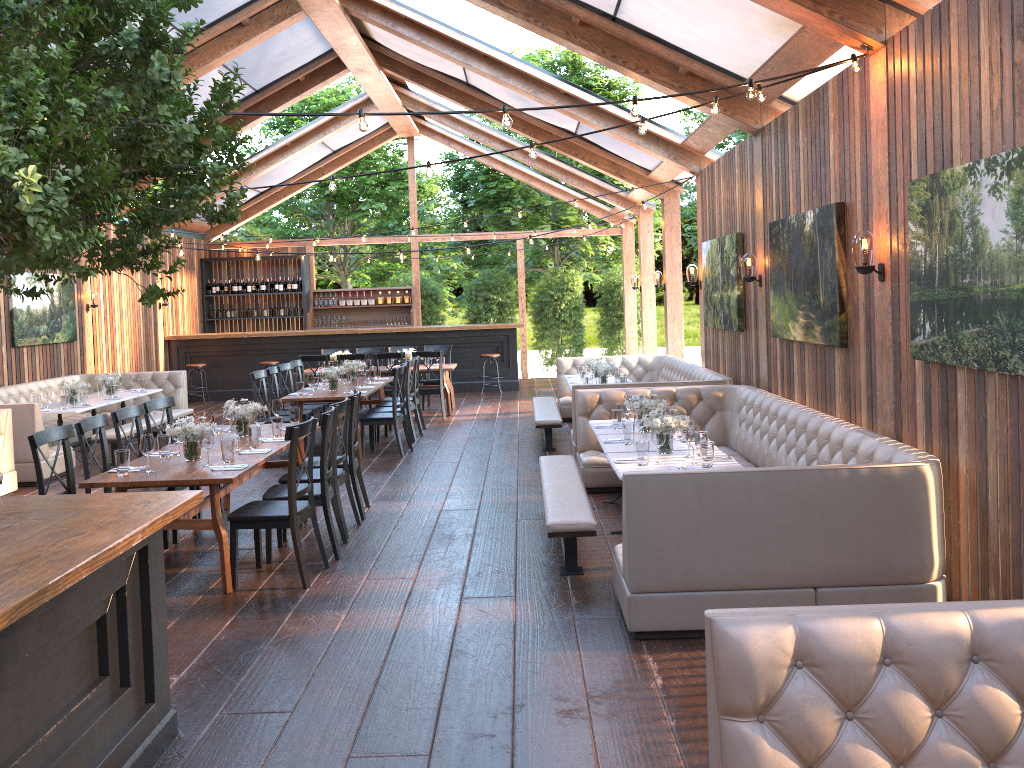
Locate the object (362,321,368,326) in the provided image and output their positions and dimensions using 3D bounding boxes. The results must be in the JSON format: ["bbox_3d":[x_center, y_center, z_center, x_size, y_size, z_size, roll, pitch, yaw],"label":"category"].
[{"bbox_3d":[-3.144,-1.294,18.976,0.124,0.096,0.124,-1,4,12],"label":"object"}]

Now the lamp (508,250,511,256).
[{"bbox_3d":[-0.052,-2.557,17.252,0.056,0.120,0.056,-4,3,-34],"label":"lamp"}]

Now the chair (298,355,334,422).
[{"bbox_3d":[-2.925,0.062,13.345,0.477,1.018,0.541,-2,3,1],"label":"chair"}]

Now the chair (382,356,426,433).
[{"bbox_3d":[-1.469,0.145,11.966,0.539,1.018,0.479,-2,2,1],"label":"chair"}]

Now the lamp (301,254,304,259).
[{"bbox_3d":[-4.403,-2.683,18.609,0.056,0.119,0.062,-2,3,6],"label":"lamp"}]

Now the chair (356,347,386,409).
[{"bbox_3d":[-2.352,-0.080,14.599,0.477,1.018,0.541,-2,3,1],"label":"chair"}]

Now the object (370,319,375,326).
[{"bbox_3d":[-2.989,-1.316,18.961,0.097,0.134,0.097,-3,3,-13],"label":"object"}]

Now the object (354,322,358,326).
[{"bbox_3d":[-3.381,-1.299,19.102,0.124,0.096,0.124,-1,4,12],"label":"object"}]

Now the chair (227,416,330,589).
[{"bbox_3d":[-1.527,0.753,5.752,0.539,1.018,0.479,-2,2,6],"label":"chair"}]

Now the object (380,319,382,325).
[{"bbox_3d":[-2.802,-1.333,19.072,0.097,0.134,0.097,-3,3,-13],"label":"object"}]

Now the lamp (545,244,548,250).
[{"bbox_3d":[0.666,-2.633,16.991,0.065,0.118,0.056,-2,2,3],"label":"lamp"}]

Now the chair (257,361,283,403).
[{"bbox_3d":[-4.492,-0.042,16.431,0.468,0.733,0.469,-3,3,-16],"label":"chair"}]

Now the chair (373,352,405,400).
[{"bbox_3d":[-1.805,0.024,13.333,0.477,1.018,0.541,-2,3,1],"label":"chair"}]

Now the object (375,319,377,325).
[{"bbox_3d":[-2.920,-1.331,19.088,0.097,0.134,0.097,-3,3,-13],"label":"object"}]

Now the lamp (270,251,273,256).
[{"bbox_3d":[-5.128,-2.783,18.838,0.058,0.119,0.056,-4,3,-45],"label":"lamp"}]

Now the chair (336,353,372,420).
[{"bbox_3d":[-2.365,0.043,13.339,0.477,1.018,0.541,-2,3,-4],"label":"chair"}]

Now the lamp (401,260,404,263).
[{"bbox_3d":[-2.224,-2.510,17.928,0.059,0.119,0.056,-3,3,-26],"label":"lamp"}]

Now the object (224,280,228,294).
[{"bbox_3d":[-6.075,-2.061,18.823,0.078,0.311,0.078,-2,2,-4],"label":"object"}]

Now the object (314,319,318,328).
[{"bbox_3d":[-4.167,-1.287,18.808,0.070,0.185,0.070,-2,2,5],"label":"object"}]

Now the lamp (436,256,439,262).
[{"bbox_3d":[-1.497,-2.503,17.713,0.056,0.121,0.056,-3,3,-31],"label":"lamp"}]

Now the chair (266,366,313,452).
[{"bbox_3d":[-2.740,0.297,10.860,0.539,1.018,0.478,-2,2,-4],"label":"chair"}]

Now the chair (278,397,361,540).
[{"bbox_3d":[-1.504,0.643,6.871,0.539,1.018,0.479,-2,2,4],"label":"chair"}]

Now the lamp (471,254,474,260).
[{"bbox_3d":[-0.778,-2.516,17.474,0.056,0.121,0.056,-4,3,-37],"label":"lamp"}]

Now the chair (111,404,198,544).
[{"bbox_3d":[-2.781,0.686,6.886,0.539,1.018,0.479,-2,2,1],"label":"chair"}]

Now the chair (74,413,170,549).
[{"bbox_3d":[-2.786,0.741,6.326,0.539,1.018,0.478,-2,2,-4],"label":"chair"}]

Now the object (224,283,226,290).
[{"bbox_3d":[-6.107,-2.068,18.910,0.077,0.308,0.077,-3,2,-21],"label":"object"}]

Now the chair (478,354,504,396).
[{"bbox_3d":[-0.391,-0.180,16.385,0.468,0.733,0.469,-3,3,-12],"label":"chair"}]

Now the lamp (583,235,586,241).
[{"bbox_3d":[1.376,-2.768,16.763,0.056,0.120,0.056,-2,2,9],"label":"lamp"}]

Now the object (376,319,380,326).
[{"bbox_3d":[-2.867,-1.319,18.954,0.097,0.134,0.097,-3,3,-13],"label":"object"}]

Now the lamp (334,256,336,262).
[{"bbox_3d":[-3.678,-2.603,18.384,0.056,0.119,0.061,-2,3,0],"label":"lamp"}]

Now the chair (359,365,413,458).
[{"bbox_3d":[-1.477,0.309,10.292,0.539,1.018,0.479,-2,2,8],"label":"chair"}]

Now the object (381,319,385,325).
[{"bbox_3d":[-2.755,-1.325,18.970,0.097,0.134,0.097,-3,3,-13],"label":"object"}]

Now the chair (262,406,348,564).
[{"bbox_3d":[-1.485,0.697,6.311,0.539,1.018,0.478,-2,2,-4],"label":"chair"}]

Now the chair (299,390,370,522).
[{"bbox_3d":[-1.498,0.588,7.431,0.539,1.018,0.478,-2,2,-4],"label":"chair"}]

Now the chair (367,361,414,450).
[{"bbox_3d":[-1.500,0.254,10.860,0.539,1.018,0.478,-2,2,-2],"label":"chair"}]

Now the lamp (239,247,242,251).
[{"bbox_3d":[-5.849,-2.902,19.040,0.056,0.117,0.067,-3,3,-13],"label":"lamp"}]

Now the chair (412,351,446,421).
[{"bbox_3d":[-1.245,0.005,13.327,0.477,1.018,0.541,-2,3,-4],"label":"chair"}]

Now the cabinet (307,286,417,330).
[{"bbox_3d":[-3.192,-1.014,18.967,2.274,2.089,0.495,-2,2,1],"label":"cabinet"}]

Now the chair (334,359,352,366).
[{"bbox_3d":[-3.125,-0.088,16.416,0.468,0.733,0.468,-3,3,-24],"label":"chair"}]

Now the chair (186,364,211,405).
[{"bbox_3d":[-5.859,0.004,16.446,0.468,0.733,0.469,-2,3,8],"label":"chair"}]

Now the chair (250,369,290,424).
[{"bbox_3d":[-2.746,0.352,10.300,0.539,1.018,0.479,-2,2,1],"label":"chair"}]

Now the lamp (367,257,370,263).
[{"bbox_3d":[-2.946,-2.546,18.175,0.056,0.121,0.056,0,3,33],"label":"lamp"}]

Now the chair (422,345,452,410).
[{"bbox_3d":[-1.232,-0.118,14.587,0.477,1.018,0.541,-2,3,6],"label":"chair"}]

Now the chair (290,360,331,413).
[{"bbox_3d":[-2.728,0.188,11.980,0.539,1.018,0.479,-2,2,1],"label":"chair"}]

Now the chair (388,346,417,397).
[{"bbox_3d":[-1.792,-0.099,14.593,0.477,1.018,0.541,-2,3,-4],"label":"chair"}]

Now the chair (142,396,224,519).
[{"bbox_3d":[-2.775,0.631,7.445,0.539,1.018,0.479,-2,2,6],"label":"chair"}]

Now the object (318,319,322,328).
[{"bbox_3d":[-4.081,-1.290,18.800,0.070,0.185,0.070,-2,2,5],"label":"object"}]

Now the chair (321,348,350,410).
[{"bbox_3d":[-2.912,-0.062,14.606,0.477,1.018,0.541,-2,3,-4],"label":"chair"}]

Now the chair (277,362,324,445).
[{"bbox_3d":[-2.734,0.243,11.420,0.539,1.018,0.479,-2,2,6],"label":"chair"}]

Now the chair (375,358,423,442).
[{"bbox_3d":[-1.468,0.200,11.406,0.539,1.018,0.479,-2,2,6],"label":"chair"}]

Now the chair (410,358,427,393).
[{"bbox_3d":[-1.758,-0.134,16.400,0.467,0.733,0.469,-1,3,25],"label":"chair"}]

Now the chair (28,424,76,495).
[{"bbox_3d":[-2.792,0.795,5.765,0.539,1.018,0.479,-2,2,1],"label":"chair"}]
